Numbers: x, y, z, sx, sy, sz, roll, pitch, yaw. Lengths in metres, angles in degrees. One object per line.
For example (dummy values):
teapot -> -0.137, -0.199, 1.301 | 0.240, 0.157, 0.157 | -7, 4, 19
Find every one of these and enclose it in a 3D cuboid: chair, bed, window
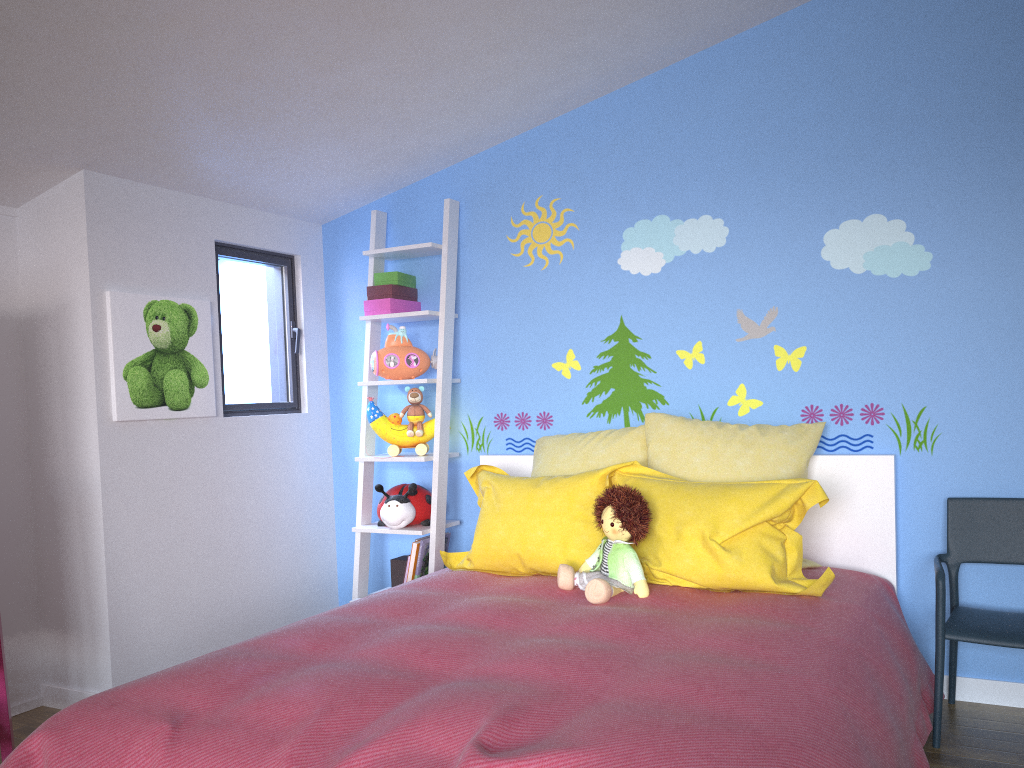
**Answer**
chair -> 1.505, 0.692, 2.595 | 0.512, 0.676, 0.415 | -1, 2, 24
bed -> 0.064, 0.673, 2.262 | 1.927, 0.812, 2.313 | -2, 0, 28
window -> -1.114, -0.234, 3.712 | 0.209, 0.749, 0.584 | -1, 2, 28

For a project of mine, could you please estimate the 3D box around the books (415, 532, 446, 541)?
books -> -0.350, 0.735, 3.574 | 0.078, 0.254, 0.208 | -1, 2, 28

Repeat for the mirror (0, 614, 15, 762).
mirror -> -1.674, 0.397, 2.300 | 0.610, 1.492, 0.416 | -3, 2, -21

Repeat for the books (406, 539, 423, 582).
books -> -0.351, 0.737, 3.528 | 0.080, 0.248, 0.197 | -1, 2, 28

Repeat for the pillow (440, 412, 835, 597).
pillow -> 0.398, 0.367, 2.952 | 1.345, 0.533, 0.678 | -2, 0, 29

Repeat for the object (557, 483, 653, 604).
object -> 0.277, 0.462, 2.571 | 0.251, 0.342, 0.286 | -3, 1, -28

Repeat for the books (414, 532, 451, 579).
books -> 2.169, 3.888, 4.713 | 5.388, 6.722, 0.360 | -3, 2, -22

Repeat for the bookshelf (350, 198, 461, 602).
bookshelf -> -0.440, 0.183, 3.618 | 0.391, 1.855, 0.379 | -1, 3, 27

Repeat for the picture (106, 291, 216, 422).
picture -> -1.258, -0.095, 3.202 | 0.026, 0.444, 0.449 | -1, 1, 28

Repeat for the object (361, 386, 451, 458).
object -> -0.436, 0.151, 3.567 | 0.372, 0.282, 0.154 | -2, 2, 0

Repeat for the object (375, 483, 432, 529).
object -> -0.446, 0.485, 3.603 | 0.253, 0.183, 0.321 | -2, 0, 34

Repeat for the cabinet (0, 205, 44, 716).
cabinet -> -2.694, 0.278, 1.275 | 0.053, 1.766, 4.225 | -1, 0, 28

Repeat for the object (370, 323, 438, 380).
object -> -0.431, -0.132, 3.621 | 0.295, 0.234, 0.157 | -2, 1, -2
